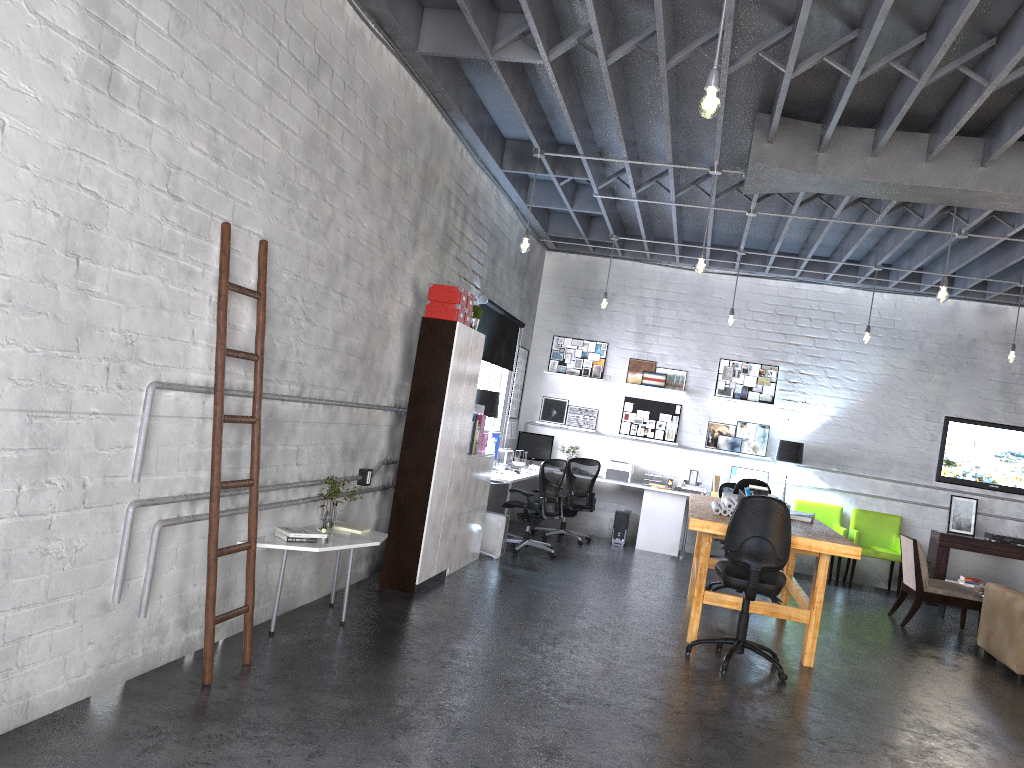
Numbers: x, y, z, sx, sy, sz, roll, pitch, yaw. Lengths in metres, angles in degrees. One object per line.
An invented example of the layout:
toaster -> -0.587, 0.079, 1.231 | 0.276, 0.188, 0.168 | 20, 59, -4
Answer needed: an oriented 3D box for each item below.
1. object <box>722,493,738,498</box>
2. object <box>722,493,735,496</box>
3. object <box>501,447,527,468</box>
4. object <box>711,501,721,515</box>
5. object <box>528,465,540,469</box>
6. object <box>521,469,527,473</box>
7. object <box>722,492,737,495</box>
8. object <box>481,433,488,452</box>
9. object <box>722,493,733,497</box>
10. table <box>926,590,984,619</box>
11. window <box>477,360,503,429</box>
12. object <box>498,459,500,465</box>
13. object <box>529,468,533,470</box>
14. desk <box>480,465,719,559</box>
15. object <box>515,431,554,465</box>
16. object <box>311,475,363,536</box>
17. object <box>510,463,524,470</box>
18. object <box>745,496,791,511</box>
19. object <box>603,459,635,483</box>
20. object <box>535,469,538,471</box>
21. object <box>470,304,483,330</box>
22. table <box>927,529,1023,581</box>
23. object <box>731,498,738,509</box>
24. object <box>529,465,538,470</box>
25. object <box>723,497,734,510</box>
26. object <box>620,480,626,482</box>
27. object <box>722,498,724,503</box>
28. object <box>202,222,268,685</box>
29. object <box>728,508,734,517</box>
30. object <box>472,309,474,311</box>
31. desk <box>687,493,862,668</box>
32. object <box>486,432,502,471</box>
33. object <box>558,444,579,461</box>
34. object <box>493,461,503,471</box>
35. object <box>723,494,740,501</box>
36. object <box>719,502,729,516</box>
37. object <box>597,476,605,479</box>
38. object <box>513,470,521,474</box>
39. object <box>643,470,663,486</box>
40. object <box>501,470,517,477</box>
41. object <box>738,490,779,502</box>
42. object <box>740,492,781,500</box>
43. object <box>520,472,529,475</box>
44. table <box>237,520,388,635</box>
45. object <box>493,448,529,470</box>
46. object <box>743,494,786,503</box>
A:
object -> 2.131, 1.034, 7.853 | 0.519, 0.047, 0.047 | 9, -1, 12
object -> 2.150, 1.039, 7.944 | 0.519, 0.047, 0.047 | 9, -1, 12
object -> 0.008, 0.902, 10.835 | 0.324, 0.208, 0.233 | 9, -1, 12
object -> 1.599, 0.968, 6.948 | 0.057, 0.058, 0.636 | 9, -2, 12
object -> 0.403, 1.067, 11.259 | 0.422, 0.028, 0.180 | 10, -2, -28
object -> 0.134, 0.961, 9.757 | 0.078, 0.049, 0.062 | 9, -1, -18
object -> 2.159, 1.042, 7.990 | 0.519, 0.047, 0.047 | 9, -1, 12
object -> -0.364, 0.550, 8.532 | 0.214, 0.177, 0.161 | 9, -1, 12
object -> 2.141, 1.037, 7.899 | 0.519, 0.047, 0.047 | 9, -1, 12
table -> 5.069, 2.409, 9.634 | 0.872, 0.300, 0.874 | 9, -2, 15
window -> -0.321, -0.106, 9.930 | 0.030, 1.219, 1.823 | 9, -1, 12
object -> -0.151, 0.885, 9.744 | 0.013, 0.124, 0.006 | 9, -1, -14
object -> 0.231, 1.032, 10.762 | 0.057, 0.013, 0.013 | 9, -1, 4
desk -> 1.357, 1.589, 9.960 | 3.573, 0.785, 3.301 | 9, -2, 12
object -> 0.280, 0.854, 11.559 | 0.560, 0.427, 0.147 | 10, -1, -41
object -> -1.078, 0.745, 5.396 | 0.271, 0.363, 0.296 | 10, -2, -43
object -> -0.075, 0.950, 10.502 | 0.392, 0.064, 0.259 | 9, -2, 12
object -> 1.919, 0.961, 6.695 | 0.316, 0.156, 0.306 | 9, -2, 12
object -> 1.386, 1.123, 11.471 | 0.350, 0.235, 0.351 | 9, -1, 12
object -> 0.274, 1.035, 10.748 | 0.058, 0.020, 0.071 | 10, -2, -24
object -> -0.331, -0.549, 7.401 | 0.169, 0.240, 0.171 | 9, -1, 11
table -> 5.719, 2.275, 10.527 | 1.409, 0.819, 0.404 | 9, -1, 12
object -> 1.745, 0.940, 6.920 | 0.057, 0.057, 0.636 | 9, -2, 12
object -> 0.271, 1.025, 10.948 | 0.130, 0.049, 0.130 | 8, -2, 29
object -> 1.690, 0.932, 6.931 | 0.057, 0.057, 0.636 | 9, -2, 12
object -> 1.399, 1.226, 11.149 | 0.075, 0.016, 0.017 | 8, -2, 37
object -> 2.111, 1.069, 7.784 | 0.519, 0.047, 0.047 | 9, -1, 12
object -> -1.328, 0.321, 4.285 | 0.320, 2.120, 0.425 | 9, -1, 12
object -> 1.709, 0.984, 6.925 | 0.057, 0.058, 0.636 | 9, -2, 12
object -> -0.406, -0.565, 7.264 | 0.169, 0.240, 0.171 | 10, -1, -39
desk -> 1.954, 1.531, 7.278 | 1.114, 0.926, 2.834 | 9, -2, 12
object -> -0.262, 0.712, 9.491 | 0.212, 0.417, 0.465 | 9, -1, 12
object -> 0.750, 0.963, 11.640 | 0.297, 0.363, 0.270 | 10, -1, -33
object -> -0.167, 0.900, 9.765 | 0.082, 0.090, 0.090 | 8, -1, 37
object -> 2.120, 1.030, 7.799 | 0.519, 0.047, 0.047 | 9, -1, 10
object -> 1.655, 0.976, 6.937 | 0.058, 0.057, 0.636 | 9, -2, 12
object -> 1.111, 1.181, 11.247 | 0.103, 0.021, 0.131 | 9, -2, -8
object -> 0.045, 0.959, 9.681 | 0.114, 0.036, 0.058 | 9, -1, 2
object -> 1.815, 1.215, 11.374 | 0.229, 0.180, 0.316 | 9, -1, 12
object -> -0.037, 0.941, 9.398 | 0.181, 0.028, 0.422 | 9, -2, 2
object -> 2.102, 1.016, 7.599 | 0.316, 0.156, 0.306 | 9, -2, 12
object -> 2.041, 0.998, 7.298 | 0.316, 0.156, 0.306 | 9, -2, 12
object -> 0.123, 0.983, 9.754 | 0.119, 0.016, 0.119 | 8, -2, 29
table -> -1.134, 1.188, 5.358 | 0.517, 0.532, 1.337 | 9, -2, 12
object -> -0.050, 0.857, 10.067 | 0.485, 0.230, 0.420 | 9, -2, 12
object -> 1.980, 0.979, 6.996 | 0.316, 0.156, 0.306 | 9, -2, 12
